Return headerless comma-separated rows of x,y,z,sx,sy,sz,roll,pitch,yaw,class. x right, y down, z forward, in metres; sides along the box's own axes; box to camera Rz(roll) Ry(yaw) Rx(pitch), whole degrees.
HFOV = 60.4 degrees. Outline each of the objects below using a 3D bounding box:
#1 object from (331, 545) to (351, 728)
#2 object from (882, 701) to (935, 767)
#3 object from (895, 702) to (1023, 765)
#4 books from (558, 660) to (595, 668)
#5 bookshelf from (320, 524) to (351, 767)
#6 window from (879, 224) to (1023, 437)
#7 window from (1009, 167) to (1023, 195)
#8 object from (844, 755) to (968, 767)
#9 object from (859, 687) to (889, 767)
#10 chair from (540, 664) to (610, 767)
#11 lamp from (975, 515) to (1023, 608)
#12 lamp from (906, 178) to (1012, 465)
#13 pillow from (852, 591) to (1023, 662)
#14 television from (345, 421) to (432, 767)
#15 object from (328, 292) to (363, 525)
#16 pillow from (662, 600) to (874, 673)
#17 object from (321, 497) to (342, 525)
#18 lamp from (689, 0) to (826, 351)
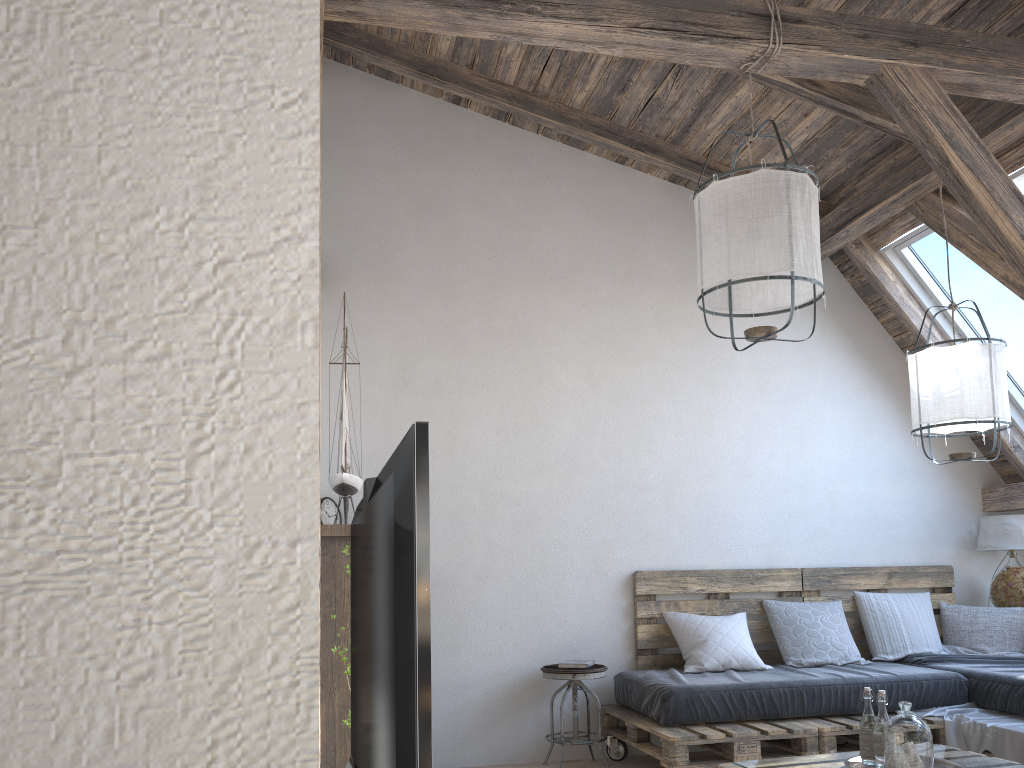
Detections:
-0.406,0.955,2.353,0.276,1.104,0.522,2,-7,-26,object
1.329,1.193,2.959,0.157,0.243,0.157,6,-10,-44,object
2.213,1.654,4.086,0.506,0.272,0.719,5,-13,-28,object
0.333,1.441,4.532,0.150,0.021,0.208,-4,-13,15,books
-0.672,1.223,3.695,0.348,1.155,1.652,0,-10,-13,bookshelf
2.730,-0.292,4.681,1.096,1.258,0.868,1,-8,-13,window
2.981,-0.488,3.799,1.350,1.258,0.868,1,-8,-13,window
1.356,1.325,3.032,0.395,0.021,0.402,-2,-12,6,object
1.292,1.218,3.121,0.071,0.264,0.156,0,-7,-13,object
0.326,1.712,4.526,0.354,0.513,0.359,0,-8,-9,chair
2.865,1.458,5.351,0.390,1.265,0.834,2,-8,-27,lamp
1.967,-0.403,3.939,0.401,1.495,0.411,-4,-7,28,lamp
2.463,1.381,5.063,0.968,0.393,0.393,-2,-9,3,pillow
-0.220,0.503,1.412,0.207,0.694,1.122,0,-10,-13,television
-0.696,0.138,3.694,0.140,0.977,0.802,0,-8,-8,object
1.399,1.355,4.783,1.130,0.350,0.356,2,-9,-13,pillow
-0.937,0.674,4.440,0.082,0.206,0.207,-4,-9,23,object
0.797,-0.671,2.907,0.409,1.068,0.404,-4,-7,28,lamp
